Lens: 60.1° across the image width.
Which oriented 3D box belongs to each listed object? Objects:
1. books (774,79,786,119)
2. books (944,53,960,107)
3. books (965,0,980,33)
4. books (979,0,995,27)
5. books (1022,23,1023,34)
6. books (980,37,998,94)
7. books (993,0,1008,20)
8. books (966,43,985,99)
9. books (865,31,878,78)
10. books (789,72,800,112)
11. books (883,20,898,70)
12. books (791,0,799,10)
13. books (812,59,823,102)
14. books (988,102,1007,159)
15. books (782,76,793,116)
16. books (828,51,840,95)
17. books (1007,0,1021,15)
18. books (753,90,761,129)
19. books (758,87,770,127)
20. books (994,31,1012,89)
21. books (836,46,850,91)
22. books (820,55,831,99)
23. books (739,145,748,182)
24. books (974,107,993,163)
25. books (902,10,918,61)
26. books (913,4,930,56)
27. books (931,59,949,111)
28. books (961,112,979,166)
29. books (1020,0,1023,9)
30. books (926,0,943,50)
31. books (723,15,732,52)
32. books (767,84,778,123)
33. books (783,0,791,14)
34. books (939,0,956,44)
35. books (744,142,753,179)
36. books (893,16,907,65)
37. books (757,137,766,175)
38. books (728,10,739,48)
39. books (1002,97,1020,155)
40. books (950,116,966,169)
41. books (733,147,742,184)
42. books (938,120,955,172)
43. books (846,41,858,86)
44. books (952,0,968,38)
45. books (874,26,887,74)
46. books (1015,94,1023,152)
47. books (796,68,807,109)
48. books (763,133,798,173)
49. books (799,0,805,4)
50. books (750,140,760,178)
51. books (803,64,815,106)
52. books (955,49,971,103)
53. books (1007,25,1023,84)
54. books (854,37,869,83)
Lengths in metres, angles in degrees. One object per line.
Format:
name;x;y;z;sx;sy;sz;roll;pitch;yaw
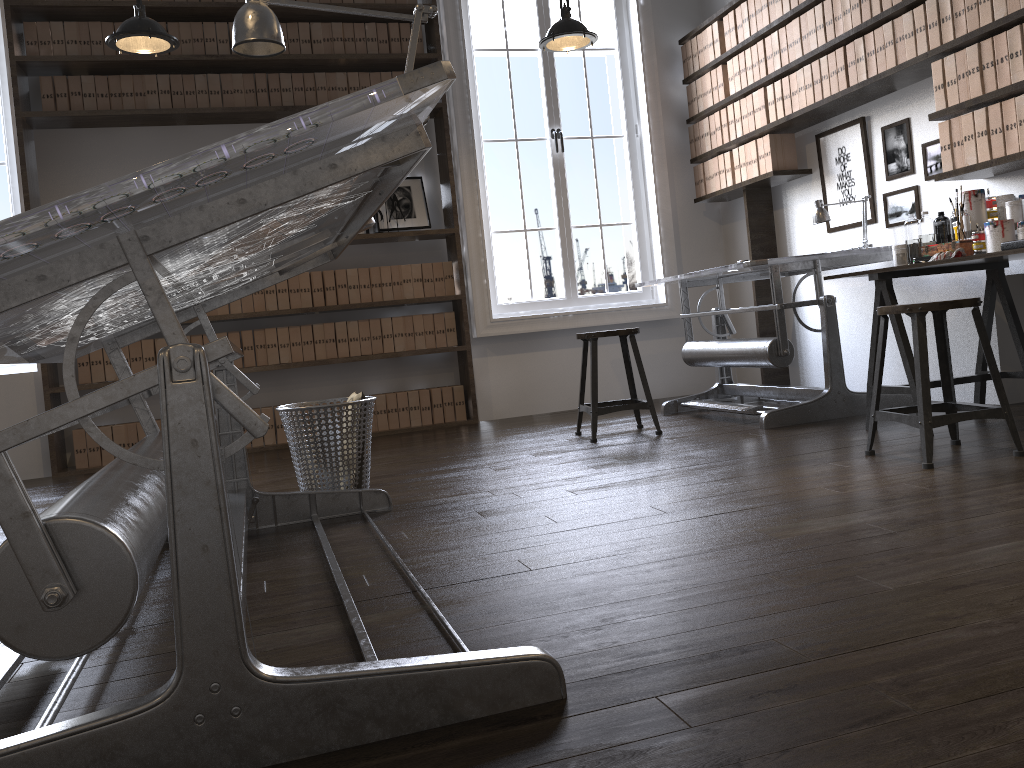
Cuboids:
books;1.610;-1.629;5.083;0.175;0.226;0.067;-6;1;-16
books;1.994;-1.326;3.874;0.175;0.225;0.066;-6;1;-16
books;2.008;-1.598;3.736;0.175;0.225;0.066;-6;1;-16
books;2.024;-1.596;3.668;0.175;0.226;0.067;-6;1;-16
books;2.112;-1.315;3.482;0.175;0.225;0.066;-6;1;-16
books;2.052;-1.321;3.686;0.175;0.225;0.066;-6;1;-16
books;2.047;-1.594;3.599;0.175;0.225;0.066;-6;1;-16
books;2.027;-1.322;3.749;0.175;0.226;0.067;-6;1;-16
books;1.832;-1.608;4.342;0.174;0.225;0.066;-6;1;-16
books;1.654;-1.626;4.950;0.174;0.225;0.066;-6;1;-16
books;1.865;-1.604;4.207;0.175;0.226;0.067;-6;1;-16
books;1.620;-2.173;4.871;0.175;0.225;0.066;-6;1;-16
books;1.708;-1.619;4.743;0.175;0.226;0.067;-6;1;-16
books;2.081;-1.051;3.677;0.175;0.225;0.066;-6;1;-16
books;1.633;-1.627;5.017;0.175;0.225;0.066;-6;1;-16
books;1.751;-1.616;4.621;0.175;0.225;0.066;-6;1;-16
books;2.066;-1.593;3.539;0.175;0.225;0.066;-6;1;-16
books;1.545;-1.643;5.309;0.175;0.225;0.066;-6;1;-16
books;1.559;-1.640;5.247;0.175;0.226;0.067;-6;1;-16
books;2.072;-1.319;3.618;0.174;0.225;0.066;-6;1;-16
books;1.766;-1.614;4.548;0.175;0.226;0.067;-6;1;-16
books;1.730;-1.618;4.683;0.175;0.225;0.066;-6;1;-16
books;1.514;-1.372;5.509;0.175;0.225;0.066;-6;1;-16
books;2.057;-1.053;3.744;0.175;0.226;0.067;-6;1;-16
books;1.905;-1.601;4.084;0.175;0.225;0.066;-6;1;-16
books;1.923;-1.599;4.014;0.175;0.226;0.067;-6;1;-16
books;1.971;-1.328;3.943;0.175;0.226;0.067;-6;1;-16
books;2.039;-1.055;3.814;0.175;0.225;0.066;-6;1;-16
books;2.080;-1.590;3.474;0.175;0.226;0.067;-6;1;-16
books;1.943;-1.603;3.938;0.175;0.225;0.066;-6;1;-16
books;1.424;-2.192;5.545;0.175;0.225;0.066;-6;1;-16
books;1.588;-1.631;5.162;0.175;0.225;0.066;-6;1;-16
books;1.597;-2.174;4.938;0.175;0.226;0.067;-6;1;-16
books;1.967;-1.602;3.870;0.174;0.225;0.066;-6;1;-16
books;1.533;-1.371;5.449;0.175;0.225;0.066;-6;1;-16
books;1.889;-1.603;4.145;0.175;0.225;0.066;-6;1;-16
books;1.574;-1.367;5.318;0.174;0.225;0.066;-6;1;-16
books;1.439;-2.189;5.472;0.175;0.226;0.067;-6;1;-16
books;2.102;-1.050;3.611;0.174;0.225;0.066;-6;1;-16
books;2.022;-1.057;3.874;0.175;0.225;0.066;-6;1;-16
books;1.492;-1.374;5.578;0.175;0.226;0.067;-6;1;-16
books;1.999;-1.058;3.937;0.175;0.226;0.067;-6;1;-16
books;1.793;-1.612;4.478;0.175;0.225;0.066;-6;1;-16
books;1.990;-1.600;3.804;0.174;0.225;0.066;-6;1;-16
books;1.852;-1.606;4.274;0.175;0.225;0.066;-6;1;-16
books;2.118;-1.047;3.543;0.174;0.225;0.066;-6;1;-16
books;1.670;-1.623;4.882;0.174;0.225;0.066;-6;1;-16
books;1.592;-1.365;5.251;0.175;0.225;0.066;-6;1;-16
books;1.642;-2.171;4.805;0.174;0.225;0.066;-6;1;-16
books;1.547;-1.368;5.383;0.175;0.226;0.067;-6;1;-16
books;1.688;-1.621;4.812;0.175;0.225;0.066;-6;1;-16
books;2.013;-1.325;3.814;0.175;0.225;0.066;-6;1;-16
books;2.088;-1.317;3.549;0.174;0.225;0.066;-6;1;-16
books;1.808;-1.610;4.408;0.174;0.225;0.066;-6;1;-16
